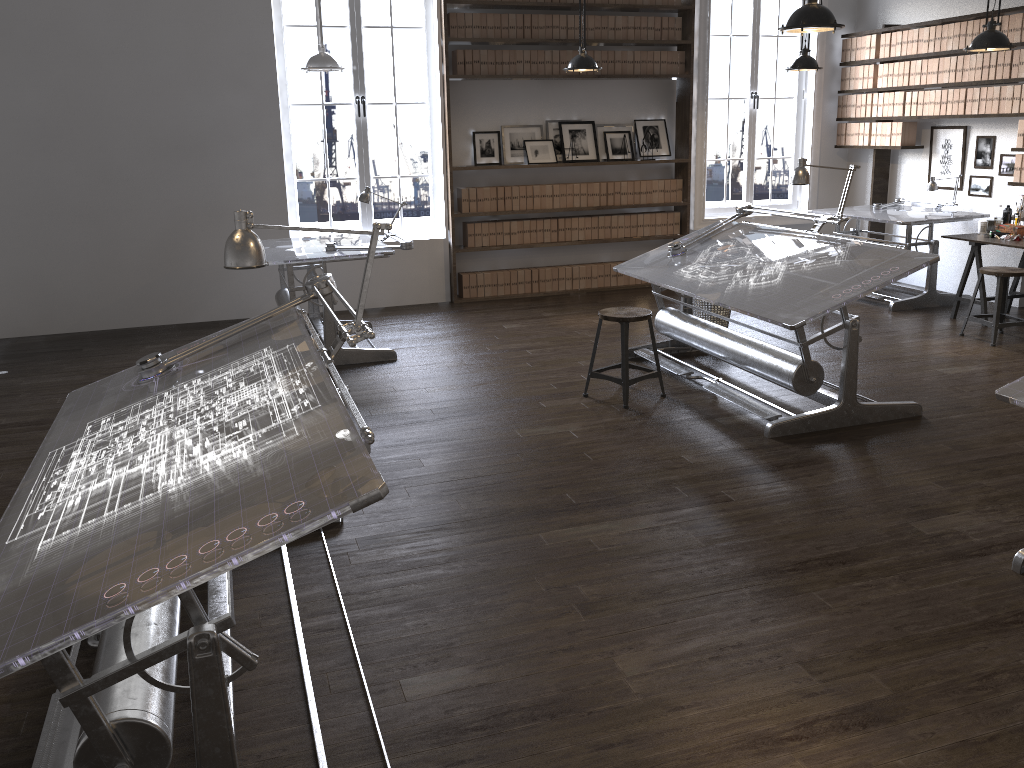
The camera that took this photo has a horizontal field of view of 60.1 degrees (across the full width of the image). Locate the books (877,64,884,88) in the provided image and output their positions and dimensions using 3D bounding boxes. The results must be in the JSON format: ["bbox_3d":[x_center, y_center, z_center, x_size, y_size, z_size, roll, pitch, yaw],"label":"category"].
[{"bbox_3d":[3.631,-2.975,8.563,0.174,0.223,0.067,-6,14,-18],"label":"books"}]

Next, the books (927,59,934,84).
[{"bbox_3d":[3.835,-2.810,7.976,0.175,0.223,0.067,-6,14,-18],"label":"books"}]

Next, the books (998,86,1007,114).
[{"bbox_3d":[4.100,-2.332,7.275,0.175,0.223,0.067,-6,14,-18],"label":"books"}]

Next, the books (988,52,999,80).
[{"bbox_3d":[4.050,-2.632,7.339,0.175,0.223,0.067,-6,14,-18],"label":"books"}]

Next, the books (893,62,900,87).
[{"bbox_3d":[3.698,-2.921,8.370,0.175,0.223,0.067,-6,14,-18],"label":"books"}]

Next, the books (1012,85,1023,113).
[{"bbox_3d":[4.140,-2.296,7.149,0.175,0.223,0.067,-6,14,-18],"label":"books"}]

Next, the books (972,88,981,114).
[{"bbox_3d":[4.010,-2.403,7.529,0.174,0.223,0.067,-6,14,-18],"label":"books"}]

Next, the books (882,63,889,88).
[{"bbox_3d":[3.651,-2.956,8.495,0.175,0.223,0.067,-6,14,-18],"label":"books"}]

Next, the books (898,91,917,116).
[{"bbox_3d":[3.731,-2.636,8.336,0.175,0.223,0.067,-6,14,-18],"label":"books"}]

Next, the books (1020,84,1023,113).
[{"bbox_3d":[4.163,-2.283,7.074,0.175,0.223,0.067,-6,14,-18],"label":"books"}]

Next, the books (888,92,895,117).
[{"bbox_3d":[3.693,-2.673,8.466,0.175,0.223,0.067,-6,14,-18],"label":"books"}]

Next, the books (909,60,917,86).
[{"bbox_3d":[3.768,-2.866,8.173,0.175,0.223,0.067,-6,14,-18],"label":"books"}]

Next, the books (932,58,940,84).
[{"bbox_3d":[3.850,-2.792,7.911,0.175,0.223,0.067,-6,14,-18],"label":"books"}]

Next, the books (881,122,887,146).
[{"bbox_3d":[3.677,-2.424,8.593,0.175,0.223,0.067,-6,14,-18],"label":"books"}]

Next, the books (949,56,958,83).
[{"bbox_3d":[3.915,-2.740,7.725,0.175,0.223,0.067,-6,14,-18],"label":"books"}]

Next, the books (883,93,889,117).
[{"bbox_3d":[3.673,-2.691,8.531,0.174,0.223,0.067,-6,14,-18],"label":"books"}]

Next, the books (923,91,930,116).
[{"bbox_3d":[3.837,-2.550,8.052,0.174,0.223,0.067,-6,14,-18],"label":"books"}]

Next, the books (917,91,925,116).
[{"bbox_3d":[3.813,-2.568,8.116,0.175,0.223,0.067,-6,14,-18],"label":"books"}]

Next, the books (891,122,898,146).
[{"bbox_3d":[3.722,-2.389,8.468,0.174,0.223,0.067,-6,14,-18],"label":"books"}]

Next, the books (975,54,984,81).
[{"bbox_3d":[4.003,-2.667,7.463,0.175,0.223,0.067,-6,14,-18],"label":"books"}]

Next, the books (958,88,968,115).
[{"bbox_3d":[3.963,-2.441,7.664,0.175,0.223,0.067,-6,14,-18],"label":"books"}]

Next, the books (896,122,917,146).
[{"bbox_3d":[3.742,-2.371,8.402,0.175,0.223,0.067,-6,14,-18],"label":"books"}]

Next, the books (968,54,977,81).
[{"bbox_3d":[3.984,-2.686,7.531,0.174,0.223,0.067,-6,14,-18],"label":"books"}]

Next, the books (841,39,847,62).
[{"bbox_3d":[3.446,-3.390,9.010,0.175,0.223,0.067,-6,14,-18],"label":"books"}]

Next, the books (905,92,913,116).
[{"bbox_3d":[3.763,-2.607,8.256,0.175,0.223,0.067,-6,14,-18],"label":"books"}]

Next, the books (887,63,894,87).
[{"bbox_3d":[3.674,-2.937,8.428,0.175,0.223,0.067,-6,14,-18],"label":"books"}]

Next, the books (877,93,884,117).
[{"bbox_3d":[3.647,-2.709,8.594,0.174,0.223,0.067,-6,14,-18],"label":"books"}]

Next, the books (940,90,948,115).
[{"bbox_3d":[3.898,-2.493,7.852,0.175,0.223,0.067,-6,14,-18],"label":"books"}]

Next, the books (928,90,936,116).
[{"bbox_3d":[3.855,-2.531,7.986,0.174,0.223,0.067,-6,14,-18],"label":"books"}]

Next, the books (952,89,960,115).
[{"bbox_3d":[3.945,-2.461,7.734,0.175,0.223,0.067,-6,14,-18],"label":"books"}]

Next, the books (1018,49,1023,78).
[{"bbox_3d":[4.142,-2.555,7.065,0.174,0.223,0.067,-6,14,-18],"label":"books"}]

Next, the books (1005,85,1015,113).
[{"bbox_3d":[4.119,-2.315,7.216,0.175,0.223,0.067,-6,14,-18],"label":"books"}]

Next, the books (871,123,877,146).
[{"bbox_3d":[3.630,-2.459,8.717,0.175,0.223,0.067,-6,14,-18],"label":"books"}]

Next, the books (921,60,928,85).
[{"bbox_3d":[3.812,-2.829,8.041,0.174,0.223,0.067,-6,14,-18],"label":"books"}]

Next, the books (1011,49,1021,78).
[{"bbox_3d":[4.124,-2.574,7.132,0.175,0.223,0.067,-6,14,-18],"label":"books"}]

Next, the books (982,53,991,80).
[{"bbox_3d":[4.026,-2.648,7.396,0.175,0.223,0.067,-6,14,-18],"label":"books"}]

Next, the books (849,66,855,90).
[{"bbox_3d":[3.504,-3.085,8.934,0.175,0.223,0.067,-6,14,-18],"label":"books"}]

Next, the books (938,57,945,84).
[{"bbox_3d":[3.876,-2.775,7.851,0.175,0.223,0.067,-6,14,-18],"label":"books"}]

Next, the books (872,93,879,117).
[{"bbox_3d":[3.621,-2.727,8.660,0.175,0.223,0.067,-6,14,-18],"label":"books"}]

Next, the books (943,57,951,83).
[{"bbox_3d":[3.894,-2.759,7.792,0.175,0.223,0.067,-6,14,-18],"label":"books"}]

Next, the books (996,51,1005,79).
[{"bbox_3d":[4.077,-2.612,7.270,0.175,0.223,0.067,-6,14,-18],"label":"books"}]

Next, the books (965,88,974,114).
[{"bbox_3d":[3.992,-2.422,7.597,0.175,0.223,0.067,-6,14,-18],"label":"books"}]

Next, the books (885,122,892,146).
[{"bbox_3d":[3.693,-2.407,8.530,0.175,0.223,0.067,-6,14,-18],"label":"books"}]

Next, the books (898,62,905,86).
[{"bbox_3d":[3.721,-2.904,8.311,0.175,0.223,0.067,-6,14,-18],"label":"books"}]

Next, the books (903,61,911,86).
[{"bbox_3d":[3.739,-2.885,8.240,0.175,0.223,0.067,-6,14,-18],"label":"books"}]

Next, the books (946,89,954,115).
[{"bbox_3d":[3.922,-2.478,7.794,0.175,0.223,0.067,-6,14,-18],"label":"books"}]

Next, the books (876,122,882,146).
[{"bbox_3d":[3.655,-2.440,8.651,0.175,0.223,0.067,-6,14,-18],"label":"books"}]

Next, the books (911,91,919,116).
[{"bbox_3d":[3.787,-2.586,8.180,0.175,0.223,0.067,-6,14,-18],"label":"books"}]

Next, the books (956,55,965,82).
[{"bbox_3d":[3.941,-2.722,7.661,0.175,0.223,0.067,-6,14,-18],"label":"books"}]

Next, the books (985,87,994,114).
[{"bbox_3d":[4.059,-2.367,7.399,0.175,0.223,0.067,-6,14,-18],"label":"books"}]

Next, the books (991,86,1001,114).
[{"bbox_3d":[4.075,-2.349,7.335,0.175,0.223,0.067,-6,14,-18],"label":"books"}]

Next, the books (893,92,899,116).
[{"bbox_3d":[3.716,-2.653,8.396,0.175,0.223,0.067,-6,14,-18],"label":"books"}]

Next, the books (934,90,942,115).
[{"bbox_3d":[3.875,-2.512,7.918,0.175,0.223,0.067,-6,14,-18],"label":"books"}]

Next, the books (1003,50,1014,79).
[{"bbox_3d":[4.095,-2.593,7.200,0.175,0.223,0.067,-6,14,-18],"label":"books"}]

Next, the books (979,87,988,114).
[{"bbox_3d":[4.037,-2.385,7.465,0.174,0.223,0.067,-6,14,-18],"label":"books"}]

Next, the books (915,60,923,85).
[{"bbox_3d":[3.786,-2.847,8.105,0.174,0.223,0.067,-6,14,-18],"label":"books"}]

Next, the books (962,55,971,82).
[{"bbox_3d":[3.965,-2.704,7.597,0.174,0.223,0.067,-6,14,-18],"label":"books"}]
